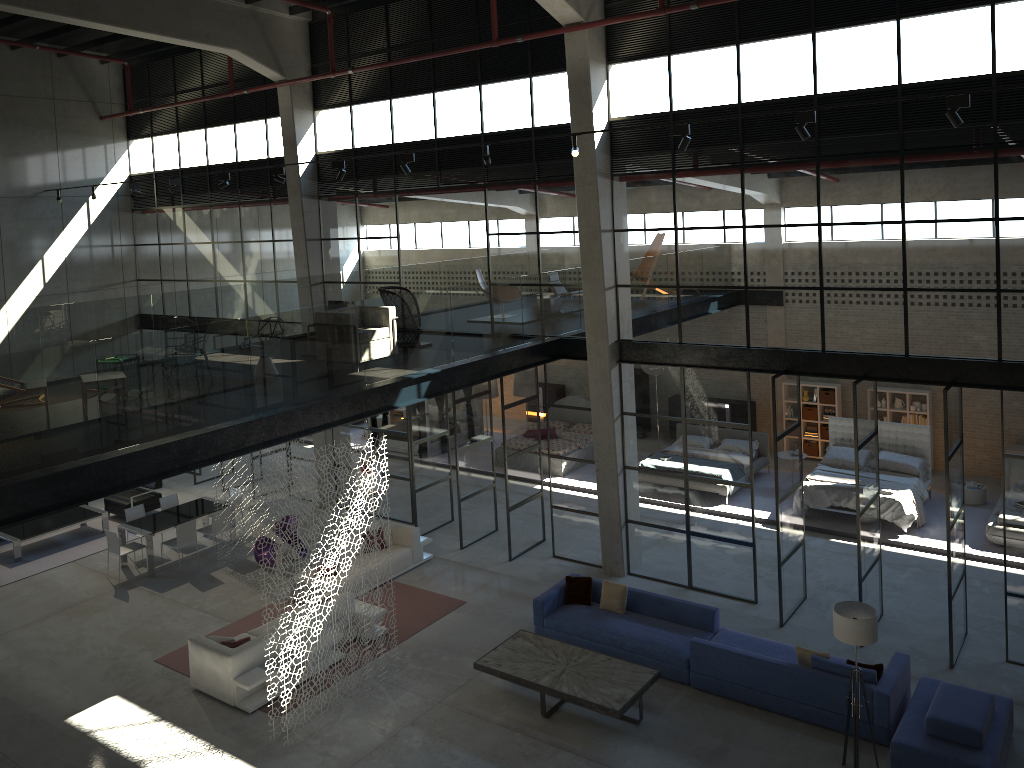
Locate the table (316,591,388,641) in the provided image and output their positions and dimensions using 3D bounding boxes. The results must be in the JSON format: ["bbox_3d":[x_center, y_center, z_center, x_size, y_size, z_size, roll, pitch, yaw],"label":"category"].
[{"bbox_3d":[-2.362,3.400,12.848,1.204,0.366,0.304,5,10,36],"label":"table"}]

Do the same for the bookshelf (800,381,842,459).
[{"bbox_3d":[6.853,0.852,20.033,1.241,1.743,0.333,1,5,36],"label":"bookshelf"}]

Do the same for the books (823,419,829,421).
[{"bbox_3d":[7.184,0.785,19.791,0.257,0.071,0.216,5,13,36],"label":"books"}]

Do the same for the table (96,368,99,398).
[{"bbox_3d":[-5.110,-0.102,11.421,0.392,0.512,0.418,-2,6,11],"label":"table"}]

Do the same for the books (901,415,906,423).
[{"bbox_3d":[8.389,0.811,18.827,0.089,0.273,0.188,0,6,36],"label":"books"}]

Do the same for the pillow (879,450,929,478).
[{"bbox_3d":[7.356,1.493,16.703,0.981,0.289,0.701,6,13,38],"label":"pillow"}]

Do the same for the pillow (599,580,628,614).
[{"bbox_3d":[1.417,2.972,12.222,0.402,0.378,0.209,3,7,37],"label":"pillow"}]

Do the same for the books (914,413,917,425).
[{"bbox_3d":[8.639,0.792,18.725,0.064,0.331,0.255,0,6,36],"label":"books"}]

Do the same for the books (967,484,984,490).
[{"bbox_3d":[8.729,1.923,16.532,0.229,0.046,0.304,7,15,41],"label":"books"}]

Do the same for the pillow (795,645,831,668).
[{"bbox_3d":[3.528,3.260,10.235,0.402,0.378,0.209,3,7,37],"label":"pillow"}]

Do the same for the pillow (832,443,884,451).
[{"bbox_3d":[6.802,1.419,17.363,1.055,0.319,0.495,5,11,36],"label":"pillow"}]

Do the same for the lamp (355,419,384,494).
[{"bbox_3d":[-2.209,1.077,13.407,0.440,1.091,0.443,1,6,45],"label":"lamp"}]

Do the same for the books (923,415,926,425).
[{"bbox_3d":[8.757,0.828,18.618,0.027,0.286,0.256,-1,7,36],"label":"books"}]

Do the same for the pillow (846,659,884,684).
[{"bbox_3d":[3.995,3.298,9.947,0.398,0.368,0.263,-1,6,15],"label":"pillow"}]

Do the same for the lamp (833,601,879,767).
[{"bbox_3d":[3.485,3.198,8.925,0.429,1.729,0.675,-1,5,34],"label":"lamp"}]

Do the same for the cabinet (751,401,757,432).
[{"bbox_3d":[4.899,0.955,21.500,2.086,1.149,0.454,4,7,36],"label":"cabinet"}]

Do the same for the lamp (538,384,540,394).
[{"bbox_3d":[0.440,0.525,22.389,0.803,1.907,0.688,-4,4,-12],"label":"lamp"}]

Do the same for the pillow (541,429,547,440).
[{"bbox_3d":[0.674,1.159,20.563,0.875,0.210,0.641,0,11,15],"label":"pillow"}]

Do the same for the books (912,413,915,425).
[{"bbox_3d":[8.597,0.792,18.734,0.059,0.331,0.255,0,6,36],"label":"books"}]

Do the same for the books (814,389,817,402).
[{"bbox_3d":[6.946,0.238,19.935,0.087,0.317,0.255,0,6,36],"label":"books"}]

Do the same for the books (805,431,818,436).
[{"bbox_3d":[6.874,1.111,20.061,0.283,0.054,0.233,5,13,36],"label":"books"}]

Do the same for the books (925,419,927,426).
[{"bbox_3d":[8.798,0.846,18.597,0.019,0.255,0.256,-1,7,36],"label":"books"}]

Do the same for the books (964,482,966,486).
[{"bbox_3d":[8.559,1.905,16.719,0.135,0.020,0.195,5,14,35],"label":"books"}]

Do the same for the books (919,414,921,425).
[{"bbox_3d":[8.693,0.807,18.664,0.020,0.317,0.255,-1,6,36],"label":"books"}]

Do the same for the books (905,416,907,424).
[{"bbox_3d":[8.455,0.816,18.788,0.052,0.274,0.188,0,6,36],"label":"books"}]

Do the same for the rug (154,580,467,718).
[{"bbox_3d":[-2.831,3.607,12.857,2.652,0.020,3.679,5,14,35],"label":"rug"}]

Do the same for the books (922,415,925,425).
[{"bbox_3d":[8.749,0.827,18.647,0.020,0.279,0.256,-1,7,36],"label":"books"}]

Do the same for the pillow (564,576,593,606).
[{"bbox_3d":[0.951,2.942,12.511,0.398,0.368,0.263,-1,6,15],"label":"pillow"}]

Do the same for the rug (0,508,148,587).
[{"bbox_3d":[-8.714,3.061,17.087,2.415,0.025,3.437,5,14,35],"label":"rug"}]

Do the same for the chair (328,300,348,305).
[{"bbox_3d":[-2.971,-0.932,14.338,0.520,0.817,0.563,1,7,36],"label":"chair"}]

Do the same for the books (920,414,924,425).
[{"bbox_3d":[8.716,0.805,18.647,0.036,0.329,0.255,-1,6,36],"label":"books"}]

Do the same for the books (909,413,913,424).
[{"bbox_3d":[8.560,0.789,18.761,0.069,0.332,0.255,0,6,36],"label":"books"}]

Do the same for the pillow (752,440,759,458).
[{"bbox_3d":[4.406,1.336,19.211,1.932,0.310,0.556,5,12,36],"label":"pillow"}]

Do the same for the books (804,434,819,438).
[{"bbox_3d":[6.877,1.166,20.064,0.309,0.054,0.233,5,13,36],"label":"books"}]

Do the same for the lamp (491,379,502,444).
[{"bbox_3d":[-0.601,0.576,22.387,0.803,1.908,0.688,-4,4,-12],"label":"lamp"}]

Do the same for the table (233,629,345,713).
[{"bbox_3d":[-2.860,3.709,11.400,0.301,0.365,1.591,2,11,36],"label":"table"}]

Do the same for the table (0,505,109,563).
[{"bbox_3d":[-8.929,2.878,17.025,0.902,0.403,1.827,4,13,36],"label":"table"}]

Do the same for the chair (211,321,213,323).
[{"bbox_3d":[-4.451,-0.431,12.158,0.650,0.812,0.584,-5,6,-19],"label":"chair"}]

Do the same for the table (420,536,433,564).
[{"bbox_3d":[-1.827,2.868,15.430,0.903,0.366,0.304,5,9,36],"label":"table"}]

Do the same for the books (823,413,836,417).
[{"bbox_3d":[7.180,0.707,19.787,0.257,0.046,0.216,5,13,36],"label":"books"}]

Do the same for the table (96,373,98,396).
[{"bbox_3d":[-4.948,0.101,10.649,0.474,0.391,0.637,-7,10,-28],"label":"table"}]

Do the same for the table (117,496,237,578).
[{"bbox_3d":[-6.094,2.755,16.056,0.902,0.750,1.827,3,11,36],"label":"table"}]

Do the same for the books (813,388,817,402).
[{"bbox_3d":[6.919,0.236,19.955,0.087,0.317,0.255,0,6,36],"label":"books"}]

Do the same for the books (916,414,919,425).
[{"bbox_3d":[8.655,0.793,18.691,0.055,0.338,0.255,-1,6,36],"label":"books"}]

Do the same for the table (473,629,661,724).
[{"bbox_3d":[0.661,3.654,10.734,2.068,0.395,1.041,5,13,36],"label":"table"}]

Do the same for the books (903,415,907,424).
[{"bbox_3d":[8.423,0.819,18.809,0.061,0.263,0.188,0,6,36],"label":"books"}]

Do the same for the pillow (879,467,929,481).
[{"bbox_3d":[7.409,1.574,16.766,0.961,0.327,0.725,5,12,37],"label":"pillow"}]

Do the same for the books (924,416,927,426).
[{"bbox_3d":[8.772,0.839,18.598,0.022,0.272,0.256,-1,7,36],"label":"books"}]

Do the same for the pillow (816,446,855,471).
[{"bbox_3d":[6.546,1.470,17.173,1.029,0.370,0.674,6,12,39],"label":"pillow"}]

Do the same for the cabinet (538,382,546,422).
[{"bbox_3d":[0.934,0.594,24.315,1.042,1.150,0.454,2,6,36],"label":"cabinet"}]

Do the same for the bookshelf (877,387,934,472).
[{"bbox_3d":[8.378,0.993,18.930,1.241,1.743,0.333,1,5,36],"label":"bookshelf"}]
